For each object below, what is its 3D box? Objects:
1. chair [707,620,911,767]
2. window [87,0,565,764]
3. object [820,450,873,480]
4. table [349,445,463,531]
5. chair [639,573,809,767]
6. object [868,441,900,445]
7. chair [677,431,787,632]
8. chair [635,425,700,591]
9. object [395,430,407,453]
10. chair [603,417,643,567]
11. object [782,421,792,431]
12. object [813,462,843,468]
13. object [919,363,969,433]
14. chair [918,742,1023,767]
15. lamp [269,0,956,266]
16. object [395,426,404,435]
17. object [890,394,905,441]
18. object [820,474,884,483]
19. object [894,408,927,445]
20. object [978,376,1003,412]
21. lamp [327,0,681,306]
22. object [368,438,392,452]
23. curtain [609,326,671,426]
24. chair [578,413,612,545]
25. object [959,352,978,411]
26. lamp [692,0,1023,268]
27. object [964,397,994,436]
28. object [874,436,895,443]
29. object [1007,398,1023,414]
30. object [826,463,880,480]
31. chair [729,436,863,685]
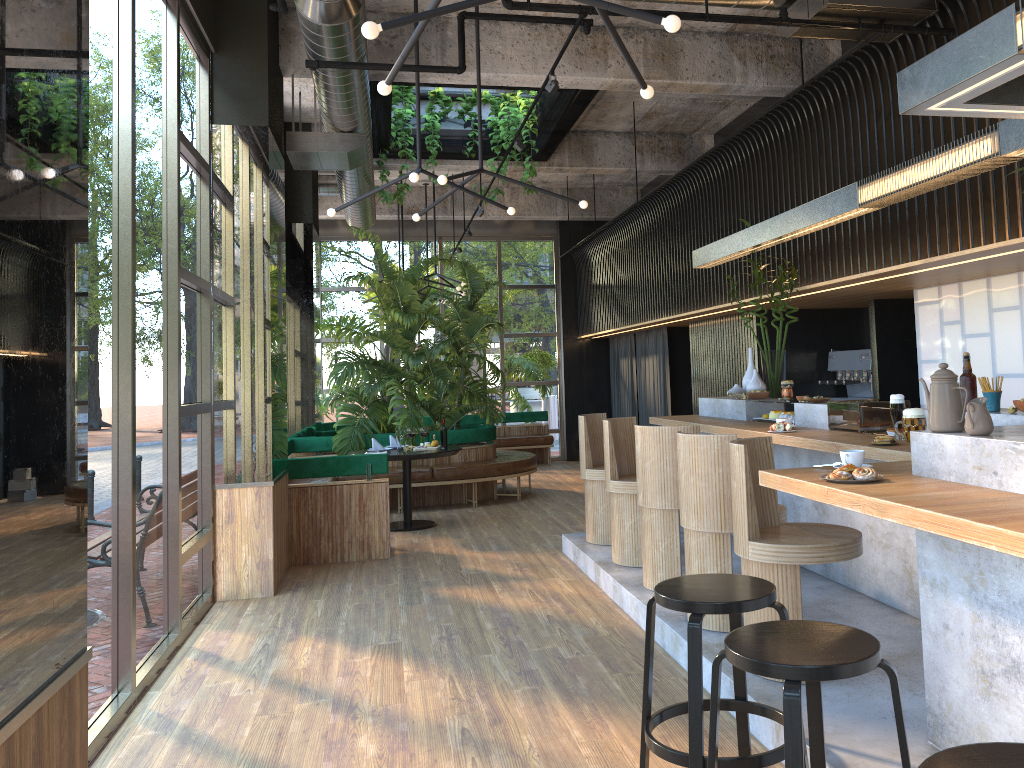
[{"bbox_3d":[0.792,1.044,2.380,0.531,0.699,0.496,-1,-2,-20],"label":"chair"},{"bbox_3d":[0.081,-1.855,4.844,4.224,6.511,19.916,-2,0,-8],"label":"window"},{"bbox_3d":[1.168,0.286,3.136,0.176,0.073,0.430,-2,0,26],"label":"object"},{"bbox_3d":[-1.034,1.030,8.767,1.152,0.753,1.045,-1,-1,-42],"label":"table"},{"bbox_3d":[0.702,1.042,3.008,0.528,0.699,0.499,-1,-2,-15],"label":"chair"},{"bbox_3d":[1.779,0.284,4.243,0.157,0.013,0.142,-3,1,-39],"label":"object"},{"bbox_3d":[1.150,0.729,4.616,0.521,0.972,0.572,-4,-4,40],"label":"chair"},{"bbox_3d":[1.039,0.726,5.408,0.537,0.972,0.556,-3,-3,13],"label":"chair"},{"bbox_3d":[-1.069,0.552,8.563,0.102,0.210,0.109,-3,-3,24],"label":"object"},{"bbox_3d":[0.918,0.724,6.132,0.572,0.972,0.520,0,-3,-35],"label":"chair"},{"bbox_3d":[1.632,0.254,5.335,0.073,0.060,0.125,-1,-1,-41],"label":"object"},{"bbox_3d":[1.188,0.306,3.339,0.030,0.027,0.129,-1,0,-32],"label":"object"},{"bbox_3d":[1.470,0.045,3.030,0.124,0.235,0.204,1,-3,-42],"label":"object"},{"bbox_3d":[0.919,1.047,1.498,0.533,0.699,0.495,-1,-3,-22],"label":"chair"},{"bbox_3d":[-0.253,-2.320,9.350,3.872,1.535,9.795,-2,0,-11],"label":"lamp"},{"bbox_3d":[-1.101,0.534,8.726,0.096,0.246,0.088,0,-4,-28],"label":"object"},{"bbox_3d":[1.941,0.166,4.463,0.072,0.233,0.077,-3,-4,22],"label":"object"},{"bbox_3d":[1.146,0.318,2.993,0.198,0.013,0.213,-2,1,26],"label":"object"},{"bbox_3d":[1.912,0.199,4.235,0.114,0.172,0.133,-1,-2,-16],"label":"object"},{"bbox_3d":[2.189,0.045,4.053,0.104,0.162,0.106,-3,-3,24],"label":"object"},{"bbox_3d":[1.349,-2.185,5.404,5.189,1.828,18.489,-2,0,-9],"label":"lamp"},{"bbox_3d":[-1.308,0.600,8.774,0.242,0.139,0.223,-2,-1,-27],"label":"object"},{"bbox_3d":[1.871,0.222,13.275,0.124,2.064,3.202,-1,-1,-8],"label":"curtain"},{"bbox_3d":[0.806,0.721,6.918,0.549,0.972,0.543,-2,-3,0],"label":"chair"},{"bbox_3d":[2.168,-0.013,4.220,0.072,0.277,0.077,-3,-4,26],"label":"object"},{"bbox_3d":[3.289,-2.105,4.868,5.111,2.138,6.551,-2,0,-16],"label":"lamp"},{"bbox_3d":[1.479,0.103,2.828,0.100,0.120,0.086,-2,-2,-2],"label":"object"},{"bbox_3d":[1.781,0.269,4.247,0.093,0.041,0.146,-2,0,24],"label":"object"},{"bbox_3d":[2.235,0.089,3.804,0.192,0.073,0.228,-2,0,10],"label":"object"},{"bbox_3d":[1.151,0.299,2.989,0.156,0.053,0.160,-2,0,34],"label":"object"},{"bbox_3d":[1.244,0.732,3.866,0.521,0.972,0.571,-4,-3,36],"label":"chair"}]
